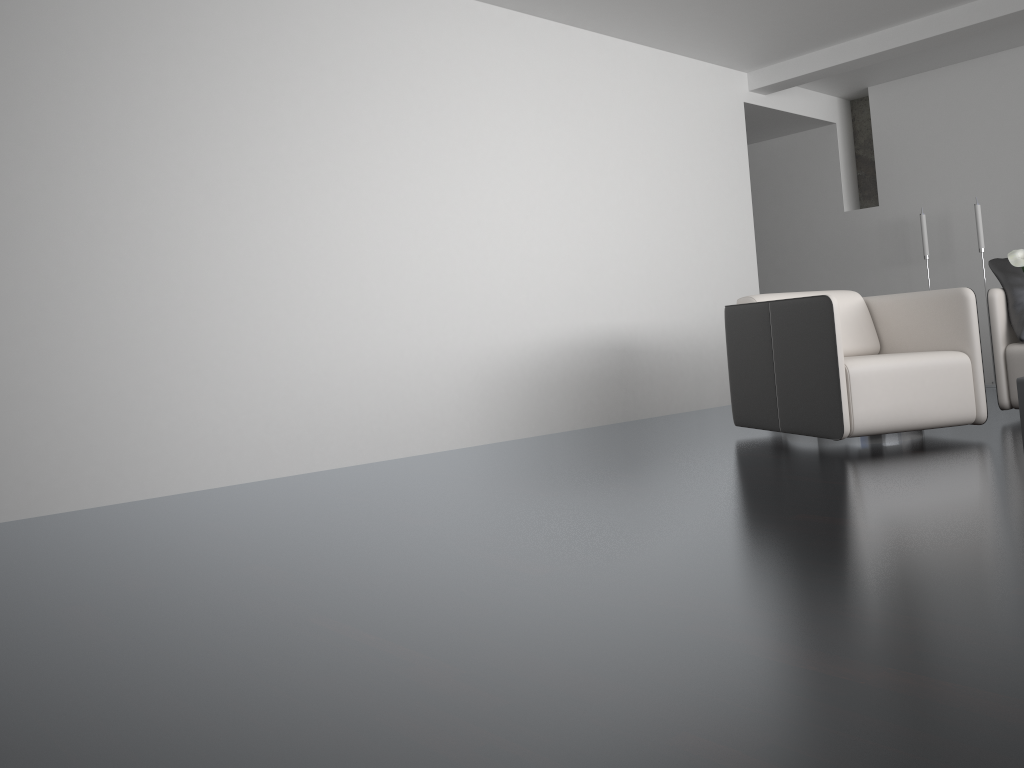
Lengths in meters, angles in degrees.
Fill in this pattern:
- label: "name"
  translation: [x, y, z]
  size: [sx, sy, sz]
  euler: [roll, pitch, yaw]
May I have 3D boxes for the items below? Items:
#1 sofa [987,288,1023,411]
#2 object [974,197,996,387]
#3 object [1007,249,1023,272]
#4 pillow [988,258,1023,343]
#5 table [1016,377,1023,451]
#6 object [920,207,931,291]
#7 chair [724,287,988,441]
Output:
- label: "sofa"
  translation: [3.497, -0.240, 3.925]
  size: [0.921, 0.664, 2.228]
  euler: [-4, 2, -44]
- label: "object"
  translation: [3.482, -0.683, 6.468]
  size: [0.180, 1.405, 0.178]
  euler: [0, -5, -41]
- label: "object"
  translation: [1.721, -0.089, 2.611]
  size: [0.376, 0.802, 0.446]
  euler: [-5, -3, 32]
- label: "pillow"
  translation: [2.767, -0.441, 4.449]
  size: [0.565, 0.452, 0.276]
  euler: [-4, -2, 3]
- label: "table"
  translation: [2.245, 0.121, 2.601]
  size: [0.299, 0.315, 1.252]
  euler: [-3, 1, -43]
- label: "object"
  translation: [3.264, -0.688, 6.870]
  size: [0.180, 1.405, 0.178]
  euler: [0, -5, -41]
- label: "chair"
  translation: [1.580, -0.132, 4.205]
  size: [0.768, 0.665, 0.915]
  euler: [-4, 0, -17]
